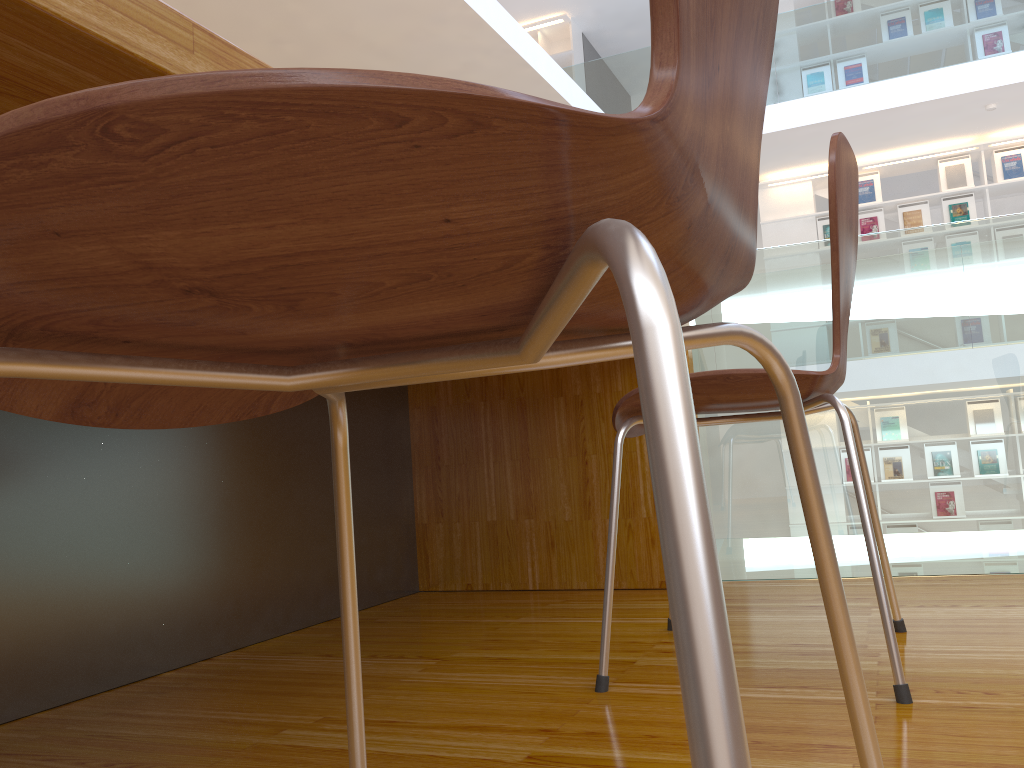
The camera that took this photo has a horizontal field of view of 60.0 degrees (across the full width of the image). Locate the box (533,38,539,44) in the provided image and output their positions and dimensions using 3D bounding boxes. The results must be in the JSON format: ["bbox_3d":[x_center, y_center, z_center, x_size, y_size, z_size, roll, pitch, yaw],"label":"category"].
[{"bbox_3d":[0.152,-3.415,9.274,0.245,0.296,0.274,-6,-6,23],"label":"box"}]

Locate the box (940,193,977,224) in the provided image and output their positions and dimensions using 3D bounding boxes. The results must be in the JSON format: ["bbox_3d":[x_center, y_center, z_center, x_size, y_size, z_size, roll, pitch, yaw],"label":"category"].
[{"bbox_3d":[3.791,-1.437,7.523,0.245,0.296,0.274,-6,-6,23],"label":"box"}]

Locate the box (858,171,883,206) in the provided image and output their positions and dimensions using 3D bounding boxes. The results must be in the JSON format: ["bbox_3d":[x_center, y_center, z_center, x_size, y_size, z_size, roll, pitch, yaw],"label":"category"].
[{"bbox_3d":[3.123,-1.694,7.825,0.245,0.296,0.274,-6,-6,23],"label":"box"}]

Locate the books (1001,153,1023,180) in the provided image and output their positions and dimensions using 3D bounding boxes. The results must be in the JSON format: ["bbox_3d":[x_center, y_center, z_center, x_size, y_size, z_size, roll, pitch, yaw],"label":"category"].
[{"bbox_3d":[4.117,-1.783,7.291,0.145,0.210,0.037,-6,-6,23],"label":"books"}]

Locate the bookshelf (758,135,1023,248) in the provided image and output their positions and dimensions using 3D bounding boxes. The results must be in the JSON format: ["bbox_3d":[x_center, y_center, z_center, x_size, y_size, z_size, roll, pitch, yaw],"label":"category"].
[{"bbox_3d":[4.018,-1.118,7.403,3.666,1.836,0.498,-6,-6,23],"label":"bookshelf"}]

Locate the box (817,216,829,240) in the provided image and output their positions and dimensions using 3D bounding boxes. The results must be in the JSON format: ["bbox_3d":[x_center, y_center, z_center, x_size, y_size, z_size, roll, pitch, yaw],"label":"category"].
[{"bbox_3d":[2.867,-1.339,7.911,0.245,0.296,0.274,-6,-6,23],"label":"box"}]

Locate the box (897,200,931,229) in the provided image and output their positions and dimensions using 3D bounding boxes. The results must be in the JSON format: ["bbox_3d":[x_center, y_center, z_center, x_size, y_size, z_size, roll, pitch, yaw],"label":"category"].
[{"bbox_3d":[3.474,-1.403,7.656,0.245,0.296,0.274,-6,-6,23],"label":"box"}]

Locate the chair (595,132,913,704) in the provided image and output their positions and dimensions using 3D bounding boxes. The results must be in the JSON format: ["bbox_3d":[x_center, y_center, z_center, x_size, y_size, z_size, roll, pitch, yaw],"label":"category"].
[{"bbox_3d":[0.339,0.051,1.299,0.381,0.693,0.428,-6,-6,23],"label":"chair"}]

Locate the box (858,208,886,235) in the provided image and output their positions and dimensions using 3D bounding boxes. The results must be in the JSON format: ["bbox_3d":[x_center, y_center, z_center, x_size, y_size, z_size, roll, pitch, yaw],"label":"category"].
[{"bbox_3d":[3.150,-1.367,7.806,0.245,0.296,0.274,-6,-6,23],"label":"box"}]

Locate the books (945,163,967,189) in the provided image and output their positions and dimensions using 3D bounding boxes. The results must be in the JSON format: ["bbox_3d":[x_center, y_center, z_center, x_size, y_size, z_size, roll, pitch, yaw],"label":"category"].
[{"bbox_3d":[3.731,-1.740,7.453,0.145,0.210,0.037,-6,-6,23],"label":"books"}]

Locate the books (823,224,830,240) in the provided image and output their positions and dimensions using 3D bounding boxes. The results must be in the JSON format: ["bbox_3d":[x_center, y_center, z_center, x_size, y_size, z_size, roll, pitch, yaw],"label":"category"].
[{"bbox_3d":[2.825,-1.309,7.816,0.145,0.210,0.037,-6,-6,23],"label":"books"}]

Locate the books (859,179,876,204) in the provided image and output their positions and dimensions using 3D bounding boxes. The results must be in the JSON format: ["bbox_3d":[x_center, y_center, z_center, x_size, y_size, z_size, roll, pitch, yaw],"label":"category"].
[{"bbox_3d":[3.082,-1.672,7.725,0.145,0.210,0.037,-6,-6,23],"label":"books"}]

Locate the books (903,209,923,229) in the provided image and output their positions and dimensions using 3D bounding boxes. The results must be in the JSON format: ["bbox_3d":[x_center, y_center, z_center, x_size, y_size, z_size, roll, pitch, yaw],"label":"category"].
[{"bbox_3d":[3.422,-1.376,7.564,0.145,0.210,0.037,-6,-6,23],"label":"books"}]

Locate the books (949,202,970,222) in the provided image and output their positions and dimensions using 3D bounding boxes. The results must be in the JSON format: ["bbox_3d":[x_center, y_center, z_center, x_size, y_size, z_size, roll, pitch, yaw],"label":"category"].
[{"bbox_3d":[3.747,-1.411,7.424,0.145,0.210,0.037,-6,-6,23],"label":"books"}]

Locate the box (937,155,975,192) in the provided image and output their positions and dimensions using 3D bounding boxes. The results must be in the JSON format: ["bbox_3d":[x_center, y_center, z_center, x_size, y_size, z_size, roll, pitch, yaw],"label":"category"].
[{"bbox_3d":[3.775,-1.764,7.552,0.245,0.296,0.274,-6,-6,23],"label":"box"}]

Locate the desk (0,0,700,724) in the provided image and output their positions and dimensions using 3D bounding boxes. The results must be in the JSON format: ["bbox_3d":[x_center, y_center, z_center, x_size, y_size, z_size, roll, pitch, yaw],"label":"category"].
[{"bbox_3d":[-0.898,0.219,0.822,1.527,0.785,3.243,-6,-6,23],"label":"desk"}]

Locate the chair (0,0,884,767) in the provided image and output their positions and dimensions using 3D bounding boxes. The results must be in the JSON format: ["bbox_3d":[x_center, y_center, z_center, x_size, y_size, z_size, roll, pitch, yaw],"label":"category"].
[{"bbox_3d":[-0.041,-0.007,0.407,0.381,0.693,0.428,-6,-6,23],"label":"chair"}]

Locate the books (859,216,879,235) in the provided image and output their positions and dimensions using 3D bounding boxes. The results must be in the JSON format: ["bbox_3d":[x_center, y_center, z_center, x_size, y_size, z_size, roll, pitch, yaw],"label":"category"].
[{"bbox_3d":[3.104,-1.343,7.698,0.145,0.210,0.037,-6,-6,23],"label":"books"}]

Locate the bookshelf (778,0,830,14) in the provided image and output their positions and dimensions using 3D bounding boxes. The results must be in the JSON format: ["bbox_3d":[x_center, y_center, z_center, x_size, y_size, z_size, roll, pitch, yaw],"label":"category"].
[{"bbox_3d":[3.880,-3.151,7.595,3.666,1.836,0.498,-6,-6,23],"label":"bookshelf"}]

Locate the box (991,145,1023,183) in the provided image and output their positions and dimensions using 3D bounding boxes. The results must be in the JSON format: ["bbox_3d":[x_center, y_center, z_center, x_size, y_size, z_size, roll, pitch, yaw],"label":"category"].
[{"bbox_3d":[4.158,-1.806,7.391,0.245,0.296,0.274,-6,-6,23],"label":"box"}]

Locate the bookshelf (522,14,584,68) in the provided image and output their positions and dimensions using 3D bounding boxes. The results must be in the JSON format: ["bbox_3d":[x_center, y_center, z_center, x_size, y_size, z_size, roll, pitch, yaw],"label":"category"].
[{"bbox_3d":[-0.679,-2.661,9.504,2.984,1.836,0.498,-6,-6,23],"label":"bookshelf"}]
